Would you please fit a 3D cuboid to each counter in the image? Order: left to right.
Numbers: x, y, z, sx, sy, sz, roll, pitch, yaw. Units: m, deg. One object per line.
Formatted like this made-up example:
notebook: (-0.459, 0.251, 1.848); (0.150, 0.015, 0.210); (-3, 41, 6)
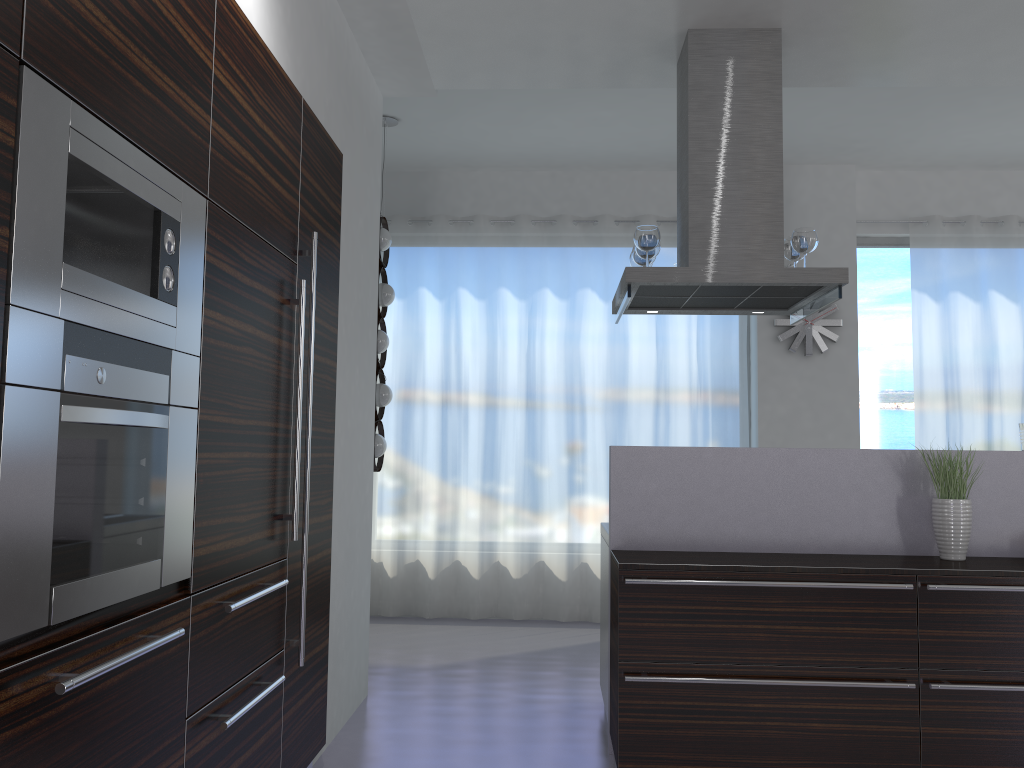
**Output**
counter: (2.071, 0.945, 3.890); (3.291, 1.300, 1.302); (1, -5, 3)

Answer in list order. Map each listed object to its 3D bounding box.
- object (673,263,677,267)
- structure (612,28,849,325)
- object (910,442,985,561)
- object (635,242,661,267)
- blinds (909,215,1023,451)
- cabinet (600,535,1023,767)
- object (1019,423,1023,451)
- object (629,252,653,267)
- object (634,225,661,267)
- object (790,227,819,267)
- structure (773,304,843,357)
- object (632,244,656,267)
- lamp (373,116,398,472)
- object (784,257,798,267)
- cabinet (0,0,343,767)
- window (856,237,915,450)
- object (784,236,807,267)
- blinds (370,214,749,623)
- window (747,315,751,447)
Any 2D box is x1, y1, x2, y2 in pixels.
object: (0.924, -0.548, 4.697); (0.137, 0.174, 0.137); (4, -5, -32)
structure: (1.025, -0.967, 4.437); (0.981, 1.231, 0.915); (1, -5, 3)
object: (1.794, 0.463, 3.614); (0.269, 0.502, 0.247); (1, -5, 3)
object: (0.659, -0.606, 4.305); (0.125, 0.221, 0.125); (-2, -5, 27)
blinds: (4.453, 0.277, 6.615); (2.830, 3.112, 0.120); (1, -5, 3)
cabinet: (2.065, 1.168, 3.862); (3.285, 0.852, 1.377); (1, -5, 3)
object: (2.221, 0.229, 3.813); (0.072, 0.119, 0.071); (4, -6, -37)
object: (0.672, -0.582, 4.608); (0.125, 0.221, 0.125); (-2, -5, 27)
object: (0.629, -0.620, 4.131); (0.125, 0.221, 0.125); (-2, -5, 27)
object: (1.365, -0.610, 4.137); (0.125, 0.221, 0.125); (-2, -5, 27)
structure: (2.225, -0.460, 6.662); (0.505, 0.505, 0.076); (1, -5, 3)
object: (0.665, -0.594, 4.461); (0.125, 0.221, 0.125); (-2, -5, 27)
lamp: (-0.876, -0.604, 5.916); (0.180, 2.370, 0.367); (1, -5, -4)
object: (1.378, -0.586, 4.441); (0.125, 0.221, 0.125); (-2, -5, 27)
cabinet: (-1.091, 0.138, 1.835); (0.669, 2.500, 3.600); (1, -5, 3)
window: (4.112, 0.105, 6.869); (3.000, 2.500, 0.100); (1, -5, 3)
object: (1.371, -0.597, 4.294); (0.125, 0.221, 0.125); (-2, -5, 27)
blinds: (0.191, 0.236, 6.816); (3.245, 3.112, 0.120); (1, -5, 3)
window: (0.367, 0.069, 7.045); (3.000, 2.500, 0.100); (1, -5, 3)
